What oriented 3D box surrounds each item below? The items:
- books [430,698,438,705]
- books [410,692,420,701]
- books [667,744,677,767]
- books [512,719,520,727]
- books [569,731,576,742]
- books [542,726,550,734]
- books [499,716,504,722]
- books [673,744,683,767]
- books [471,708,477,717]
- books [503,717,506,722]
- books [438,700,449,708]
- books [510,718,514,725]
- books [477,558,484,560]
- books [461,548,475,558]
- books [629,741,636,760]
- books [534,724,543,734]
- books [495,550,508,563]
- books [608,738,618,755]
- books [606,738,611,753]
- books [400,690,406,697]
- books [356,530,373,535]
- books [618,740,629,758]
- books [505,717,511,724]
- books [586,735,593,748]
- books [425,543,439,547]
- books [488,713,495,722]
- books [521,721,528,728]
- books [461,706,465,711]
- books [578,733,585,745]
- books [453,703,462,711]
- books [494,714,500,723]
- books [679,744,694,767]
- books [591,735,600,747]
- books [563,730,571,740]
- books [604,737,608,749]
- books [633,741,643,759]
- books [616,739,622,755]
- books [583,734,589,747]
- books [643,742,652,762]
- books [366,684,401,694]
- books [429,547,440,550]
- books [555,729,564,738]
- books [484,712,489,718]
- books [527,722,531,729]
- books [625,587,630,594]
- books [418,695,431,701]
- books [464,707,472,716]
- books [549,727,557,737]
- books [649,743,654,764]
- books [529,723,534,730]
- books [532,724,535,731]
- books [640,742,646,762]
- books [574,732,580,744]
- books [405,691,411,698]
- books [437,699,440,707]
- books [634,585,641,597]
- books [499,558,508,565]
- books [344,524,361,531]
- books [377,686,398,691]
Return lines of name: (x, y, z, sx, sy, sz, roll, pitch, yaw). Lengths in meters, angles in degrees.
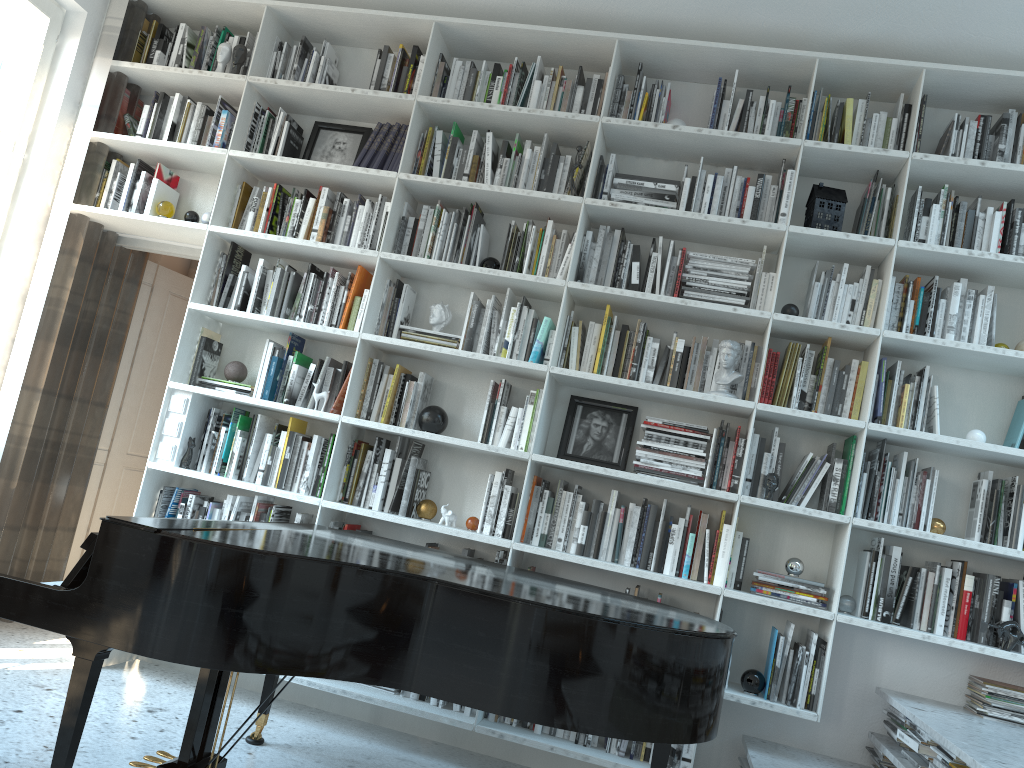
books: (-0.298, 1.210, 3.746, 0.062, 0.252, 0.178, 11, -7, 12)
books: (-0.373, 1.222, 3.758, 0.029, 0.202, 0.178, 11, -7, 12)
books: (0.644, 1.400, 3.531, 0.029, 0.217, 0.191, 11, -7, 12)
books: (0.064, 1.248, 3.676, 0.034, 0.311, 0.170, 11, -7, 12)
books: (0.275, 1.342, 3.628, 0.024, 0.203, 0.145, 11, -7, 12)
books: (0.169, 1.327, 3.661, 0.030, 0.196, 0.143, 11, -7, 12)
books: (0.001, 1.223, 3.699, 0.014, 0.339, 0.140, 11, -7, 12)
books: (0.668, 1.424, 3.535, 0.023, 0.181, 0.149, 11, -7, 12)
books: (-0.123, 1.280, 3.704, 0.024, 0.179, 0.172, 11, -7, 12)
books: (0.006, 1.266, 3.704, 0.010, 0.258, 0.131, 11, -7, 12)
books: (-0.251, 1.207, 3.728, 0.012, 0.274, 0.180, 11, -7, 12)
books: (0.045, 1.231, 3.681, 0.012, 0.337, 0.144, 11, -7, 12)
books: (-0.173, 0.872, 3.761, 0.011, 0.266, 0.191, 11, -7, 12)
books: (-0.215, 0.855, 3.811, 0.025, 0.294, 0.134, 11, -7, 12)
books: (0.513, 1.325, 3.562, 0.013, 0.316, 0.187, 11, -7, 12)
books: (0.137, 1.312, 3.639, 0.028, 0.206, 0.175, 11, -7, 12)
books: (-0.073, 0.865, 3.759, 0.013, 0.319, 0.174, 11, -7, 12)
books: (0.429, 1.364, 3.576, 0.029, 0.209, 0.171, 11, -7, 12)
books: (0.409, 1.362, 3.575, 0.010, 0.205, 0.180, 11, -7, 12)
books: (-0.419, 1.187, 3.769, 0.012, 0.253, 0.161, 11, -7, 12)
books: (-0.681, 0.780, 3.907, 0.026, 0.273, 0.146, 11, -7, 12)
books: (0.478, 1.351, 3.560, 0.044, 0.250, 0.187, 11, -7, 12)
books: (0.022, 1.265, 3.691, 0.025, 0.263, 0.145, 11, -7, 12)
books: (0.346, 1.310, 3.603, 0.014, 0.287, 0.185, 11, -7, 12)
books: (-0.374, 0.829, 3.835, 0.012, 0.284, 0.160, 11, -7, 12)
books: (-0.043, 1.255, 3.684, 0.026, 0.256, 0.183, 11, -7, 12)
books: (0.086, 1.286, 3.677, 0.022, 0.246, 0.144, 11, -7, 12)
books: (-0.159, 1.235, 3.733, 0.025, 0.259, 0.133, 11, -7, 12)
books: (0.309, 1.342, 3.613, 0.022, 0.212, 0.167, 11, -7, 12)
books: (-0.207, 1.216, 3.731, 0.073, 0.275, 0.181, 11, -7, 12)
books: (-0.019, 1.237, 3.683, 0.014, 0.300, 0.185, 11, -7, 12)
books: (0.694, 1.375, 3.468, 0.038, 0.268, 0.277, 11, -7, 12)
books: (0.364, 1.328, 3.613, 0.024, 0.261, 0.132, 11, -7, 12)
books: (0.256, 1.309, 3.639, 0.028, 0.260, 0.133, 11, -7, 12)
books: (0.391, 1.360, 3.612, 0.040, 0.212, 0.129, 11, -7, 12)
books: (0.529, 1.370, 3.576, 0.028, 0.238, 0.140, 11, -7, 12)
books: (0.457, 1.328, 3.578, 0.011, 0.292, 0.184, 11, -7, 12)
books: (0.337, 1.284, 3.607, 0.014, 0.335, 0.183, 11, -7, 12)
books: (0.559, 1.399, 3.560, 0.024, 0.191, 0.155, 11, -7, 12)
books: (-0.589, 1.276, 3.805, 0.285, 0.007, 0.160, 10, -8, 12)
books: (-0.365, 0.838, 3.827, 0.012, 0.270, 0.142, 11, -7, 12)
books: (0.225, 1.317, 3.644, 0.030, 0.234, 0.138, 11, -7, 12)
books: (-0.068, 1.254, 3.710, 0.012, 0.253, 0.161, 11, -7, 12)
books: (0.102, 1.292, 3.669, 0.012, 0.238, 0.129, 11, -7, 12)
books: (0.444, 0.971, 3.594, 0.012, 0.284, 0.160, 11, -7, 12)
books: (-0.340, 1.212, 3.765, 0.028, 0.237, 0.136, 11, -7, 12)
books: (-0.141, 1.234, 3.698, 0.024, 0.259, 0.190, 11, -7, 12)
books: (0.204, 1.283, 3.650, 0.026, 0.293, 0.155, 11, -7, 12)
books: (0.580, 1.395, 3.547, 0.022, 0.205, 0.191, 11, -7, 12)
books: (0.118, 1.277, 3.673, 0.012, 0.276, 0.155, 11, -7, 12)
books: (0.127, 1.289, 3.670, 0.012, 0.255, 0.151, 11, -7, 12)
books: (0.547, 1.362, 3.558, 0.011, 0.258, 0.172, 11, -7, 12)
books: (0.299, 1.303, 3.616, 0.013, 0.284, 0.185, 11, -7, 12)
books: (-0.394, 1.188, 3.780, 0.031, 0.265, 0.144, 11, -7, 12)
books: (-0.265, 1.227, 3.735, 0.011, 0.231, 0.174, 11, -7, 12)
books: (0.479, 0.966, 3.574, 0.013, 0.302, 0.181, 11, -7, 12)
books: (-0.058, 0.885, 3.763, 0.021, 0.289, 0.160, 11, -7, 12)
books: (-0.732, 0.762, 3.911, 0.013, 0.287, 0.161, 11, -7, 12)
books: (-0.590, 1.268, 3.797, 0.254, 0.007, 0.161, 10, -8, 16)
